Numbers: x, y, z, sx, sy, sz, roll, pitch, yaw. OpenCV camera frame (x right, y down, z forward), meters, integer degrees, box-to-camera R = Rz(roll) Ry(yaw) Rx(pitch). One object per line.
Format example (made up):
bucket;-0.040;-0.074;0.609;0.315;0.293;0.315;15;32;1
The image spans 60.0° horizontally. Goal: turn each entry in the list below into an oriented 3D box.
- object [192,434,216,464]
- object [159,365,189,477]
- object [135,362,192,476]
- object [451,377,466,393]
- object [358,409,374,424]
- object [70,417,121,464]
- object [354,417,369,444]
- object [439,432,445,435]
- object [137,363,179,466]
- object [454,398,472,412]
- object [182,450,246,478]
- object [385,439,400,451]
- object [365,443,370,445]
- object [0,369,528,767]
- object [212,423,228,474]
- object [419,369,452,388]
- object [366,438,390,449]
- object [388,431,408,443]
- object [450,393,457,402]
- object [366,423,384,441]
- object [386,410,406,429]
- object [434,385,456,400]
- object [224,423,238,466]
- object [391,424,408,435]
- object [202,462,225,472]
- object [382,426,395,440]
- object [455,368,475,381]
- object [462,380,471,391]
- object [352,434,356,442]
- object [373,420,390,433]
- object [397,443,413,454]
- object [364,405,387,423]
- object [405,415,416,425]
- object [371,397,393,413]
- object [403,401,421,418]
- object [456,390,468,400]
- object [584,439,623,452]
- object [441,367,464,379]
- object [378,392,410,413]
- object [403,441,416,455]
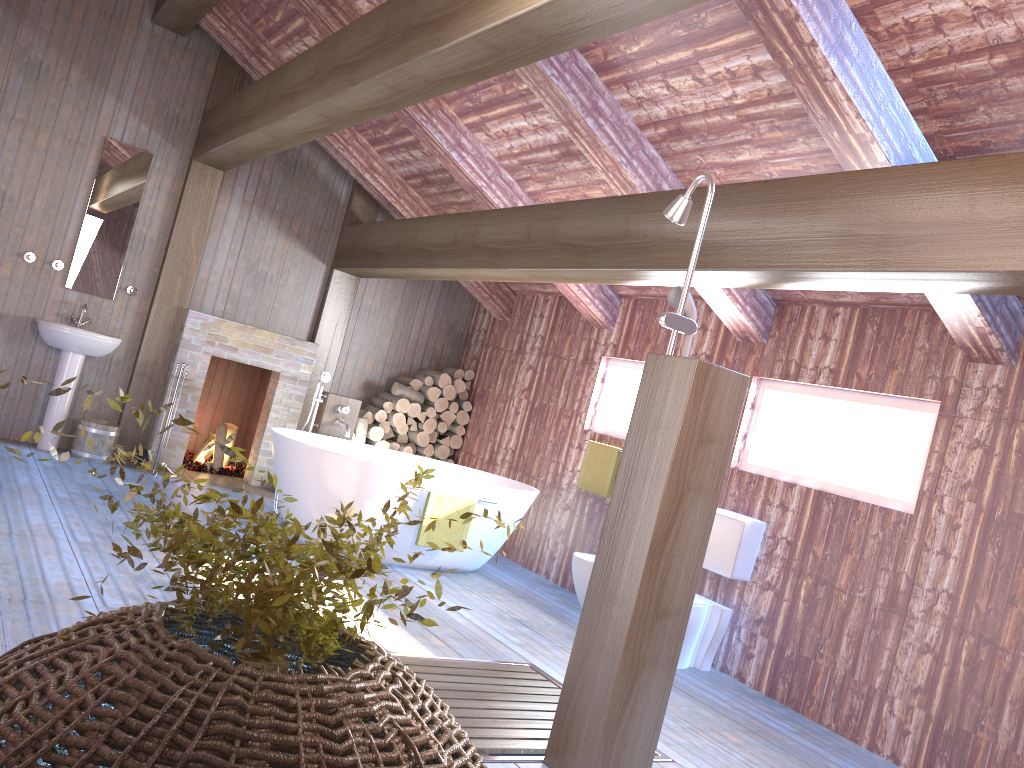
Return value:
object;-2.707;0.590;7.876;0.221;0.306;0.121;15;-2;-5
object;-2.626;0.279;6.939;0.206;0.871;0.126;14;-2;10
object;-2.720;0.252;6.952;0.276;0.888;0.333;14;-2;9
object;-0.597;-0.001;8.356;0.133;0.142;0.456;16;-2;-32
object;-1.350;0.281;7.941;0.114;0.113;0.301;16;-2;-35
object;-3.182;0.433;6.777;0.309;0.290;0.308;15;-2;-22
object;-1.323;0.437;7.727;0.147;0.298;0.109;16;-2;-30
object;-0.694;0.431;8.313;0.067;0.069;0.177;16;-2;-32
object;-2.748;0.231;6.871;0.062;0.846;0.136;13;-2;39
object;-0.524;0.181;8.401;0.102;0.109;0.438;16;-2;-32
object;-2.767;0.705;8.036;0.935;0.085;0.829;13;-2;40
object;-1.137;0.557;8.067;0.114;0.120;0.303;16;-2;-32
object;-1.388;0.594;7.938;0.155;0.174;0.483;16;-2;-34
object;-0.404;0.586;1.254;0.970;1.073;0.972;13;-2;38
object;-2.561;0.566;7.768;0.098;0.434;0.283;16;-2;-34
object;-0.721;-0.052;8.269;0.135;0.139;0.456;16;-2;-31
object;-1.262;0.531;8.000;0.139;0.148;0.458;16;-2;-32
object;-1.075;0.475;8.209;0.104;0.127;0.321;16;-2;-32
object;-0.657;0.106;8.428;0.132;0.119;0.319;16;-2;-31
object;-1.297;0.407;7.943;0.138;0.147;0.440;16;-2;-32
object;-1.119;0.296;8.037;0.141;0.143;0.437;16;-2;-34
object;-0.693;0.050;8.279;0.141;0.143;0.437;16;-2;-34
object;-2.597;0.580;8.018;0.140;0.459;0.266;15;-2;-15
object;-1.055;0.381;8.086;0.115;0.123;0.291;16;-2;-32
object;-2.613;0.722;7.767;0.085;0.084;0.278;14;-2;14
object;-1.191;0.427;8.127;0.128;0.150;0.323;16;-2;-32
object;-0.472;-0.091;8.442;0.112;0.113;0.271;16;-2;-32
object;-0.499;-0.009;8.454;0.081;0.100;0.281;16;-2;-33
object;-1.530;0.427;7.811;0.139;0.137;0.455;16;-2;-34
object;-1.214;0.363;8.001;0.111;0.113;0.301;16;-2;-33
object;-1.051;0.578;8.119;0.098;0.100;0.437;16;-2;-34
object;-1.229;0.266;7.959;0.115;0.123;0.291;16;-2;-32
object;-0.979;0.323;8.130;0.088;0.092;0.280;16;-2;-32
object;-1.171;0.189;8.003;0.106;0.112;0.282;16;-2;-32
object;-0.988;0.205;8.115;0.138;0.147;0.440;16;-2;-32
object;-0.522;0.084;8.433;0.107;0.115;0.269;16;-2;-31
object;0.698;0.456;6.410;0.091;0.043;0.581;16;-2;-32
object;-0.564;-0.093;8.382;0.104;0.121;0.270;16;-2;-32
object;-1.078;0.166;8.053;0.135;0.145;0.439;16;-2;-32
object;-1.010;0.583;8.264;0.116;0.118;0.289;16;-2;-35
